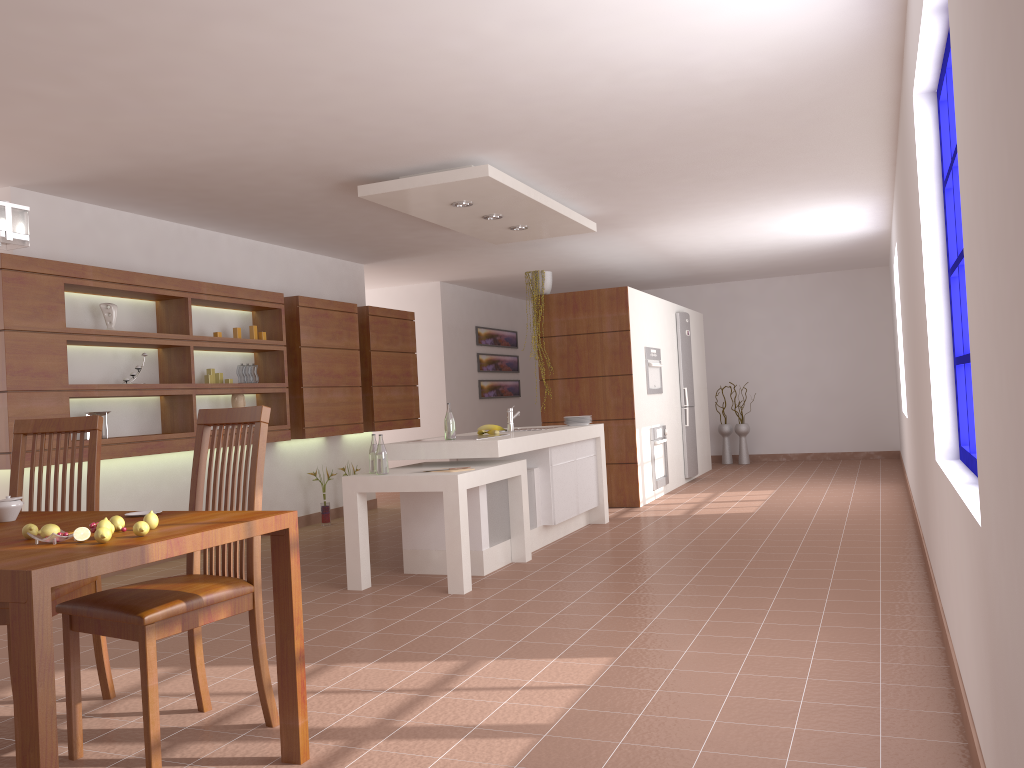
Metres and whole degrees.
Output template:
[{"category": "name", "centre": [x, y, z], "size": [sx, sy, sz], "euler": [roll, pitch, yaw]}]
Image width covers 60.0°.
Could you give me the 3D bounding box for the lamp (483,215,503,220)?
[{"category": "lamp", "centre": [-0.139, -1.223, 6.397], "size": [0.143, 0.059, 0.143], "euler": [-2, -1, -39]}]

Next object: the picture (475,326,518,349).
[{"category": "picture", "centre": [-0.192, -0.631, 12.173], "size": [0.015, 0.248, 1.408], "euler": [-4, -1, 23]}]

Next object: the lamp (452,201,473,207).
[{"category": "lamp", "centre": [-0.333, -1.220, 5.930], "size": [0.143, 0.059, 0.143], "euler": [-3, -1, 6]}]

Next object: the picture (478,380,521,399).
[{"category": "picture", "centre": [-0.154, 0.068, 12.161], "size": [0.015, 0.248, 1.408], "euler": [-4, -1, 23]}]

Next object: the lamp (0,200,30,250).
[{"category": "lamp", "centre": [-1.683, -0.866, 2.619], "size": [0.304, 0.919, 0.304], "euler": [-4, -1, 23]}]

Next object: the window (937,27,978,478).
[{"category": "window", "centre": [1.379, -0.419, 2.644], "size": [0.035, 1.430, 1.699], "euler": [-4, -1, 23]}]

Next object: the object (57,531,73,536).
[{"category": "object", "centre": [-1.120, 0.381, 2.231], "size": [0.049, 0.023, 0.040], "euler": [-3, -1, -22]}]

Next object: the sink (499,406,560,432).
[{"category": "sink", "centre": [0.112, 0.343, 6.757], "size": [0.404, 0.368, 0.668], "euler": [-4, -1, 23]}]

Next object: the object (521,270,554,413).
[{"category": "object", "centre": [0.268, -0.398, 8.371], "size": [0.297, 1.344, 0.279], "euler": [-3, -1, -18]}]

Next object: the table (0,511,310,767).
[{"category": "table", "centre": [-1.623, 0.801, 2.574], "size": [1.800, 0.740, 0.900], "euler": [-4, -1, 23]}]

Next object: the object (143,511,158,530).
[{"category": "object", "centre": [-0.976, 0.369, 2.394], "size": [0.039, 0.053, 0.038], "euler": [-2, -1, -32]}]

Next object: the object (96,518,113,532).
[{"category": "object", "centre": [-1.035, 0.365, 2.251], "size": [0.039, 0.049, 0.039], "euler": [-4, -1, 30]}]

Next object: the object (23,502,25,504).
[{"category": "object", "centre": [-1.732, 0.426, 3.011], "size": [0.136, 0.036, 0.136], "euler": [-3, -1, -19]}]

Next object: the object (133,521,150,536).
[{"category": "object", "centre": [-0.943, 0.368, 2.256], "size": [0.043, 0.038, 0.043], "euler": [-3, -1, 12]}]

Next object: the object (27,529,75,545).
[{"category": "object", "centre": [-1.143, 0.381, 2.224], "size": [0.092, 0.032, 0.091], "euler": [-4, -1, 23]}]

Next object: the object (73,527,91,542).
[{"category": "object", "centre": [-1.072, 0.375, 2.210], "size": [0.039, 0.036, 0.033], "euler": [-3, -1, -30]}]

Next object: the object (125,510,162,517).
[{"category": "object", "centre": [-1.144, 0.404, 2.754], "size": [0.108, 0.008, 0.108], "euler": [-3, -1, -13]}]

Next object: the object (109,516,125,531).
[{"category": "object", "centre": [-1.068, 0.376, 2.398], "size": [0.041, 0.041, 0.042], "euler": [-3, -1, -3]}]

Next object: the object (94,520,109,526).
[{"category": "object", "centre": [-1.052, 0.356, 2.278], "size": [0.037, 0.011, 0.034], "euler": [-3, -1, -17]}]

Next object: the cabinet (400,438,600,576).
[{"category": "cabinet", "centre": [-0.041, 0.799, 6.306], "size": [0.737, 0.700, 2.048], "euler": [-4, -1, 23]}]

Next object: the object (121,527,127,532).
[{"category": "object", "centre": [-1.032, 0.387, 2.357], "size": [0.014, 0.012, 0.014], "euler": [-4, -1, 27]}]

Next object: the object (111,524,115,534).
[{"category": "object", "centre": [-1.048, 0.375, 2.287], "size": [0.044, 0.039, 0.041], "euler": [-3, -1, -14]}]

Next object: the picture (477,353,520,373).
[{"category": "picture", "centre": [-0.173, -0.282, 12.167], "size": [0.015, 0.248, 1.408], "euler": [-4, -1, 23]}]

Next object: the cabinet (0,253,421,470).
[{"category": "cabinet", "centre": [-2.239, -0.118, 7.222], "size": [0.754, 1.200, 4.718], "euler": [-4, -1, 23]}]

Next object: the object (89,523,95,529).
[{"category": "object", "centre": [-1.069, 0.362, 2.258], "size": [0.012, 0.014, 0.014], "euler": [-3, -1, 3]}]

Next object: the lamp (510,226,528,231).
[{"category": "lamp", "centre": [0.053, -1.225, 6.857], "size": [0.143, 0.059, 0.143], "euler": [-2, -1, -39]}]

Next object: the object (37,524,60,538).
[{"category": "object", "centre": [-1.160, 0.370, 2.227], "size": [0.043, 0.038, 0.042], "euler": [-3, -1, -1]}]

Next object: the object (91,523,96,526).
[{"category": "object", "centre": [-1.074, 0.362, 2.276], "size": [0.014, 0.014, 0.012], "euler": [-4, -1, 44]}]

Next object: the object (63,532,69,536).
[{"category": "object", "centre": [-1.113, 0.377, 2.211], "size": [0.014, 0.014, 0.012], "euler": [-4, -1, 35]}]

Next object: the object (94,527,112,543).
[{"category": "object", "centre": [-1.001, 0.369, 2.169], "size": [0.043, 0.038, 0.043], "euler": [-3, -1, 12]}]

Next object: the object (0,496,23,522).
[{"category": "object", "centre": [-1.593, 0.393, 2.791], "size": [0.096, 0.079, 0.096], "euler": [-3, -1, 18]}]

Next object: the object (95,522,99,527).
[{"category": "object", "centre": [-1.070, 0.364, 2.290], "size": [0.013, 0.014, 0.014], "euler": [-3, -1, -10]}]

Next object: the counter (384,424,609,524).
[{"category": "counter", "centre": [-0.026, 0.749, 6.360], "size": [0.821, 0.800, 2.156], "euler": [-4, -1, 23]}]

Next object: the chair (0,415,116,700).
[{"category": "chair", "centre": [-1.719, 0.654, 3.130], "size": [0.444, 1.063, 0.574], "euler": [-3, -1, 3]}]

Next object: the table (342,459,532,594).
[{"category": "table", "centre": [-0.423, 0.831, 5.384], "size": [0.737, 0.647, 1.003], "euler": [-4, -1, 23]}]

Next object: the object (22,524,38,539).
[{"category": "object", "centre": [-1.263, 0.386, 2.323], "size": [0.041, 0.041, 0.042], "euler": [-3, -1, 8]}]

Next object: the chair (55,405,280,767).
[{"category": "chair", "centre": [-1.076, 0.615, 2.862], "size": [0.444, 1.063, 0.574], "euler": [-4, -1, 33]}]
